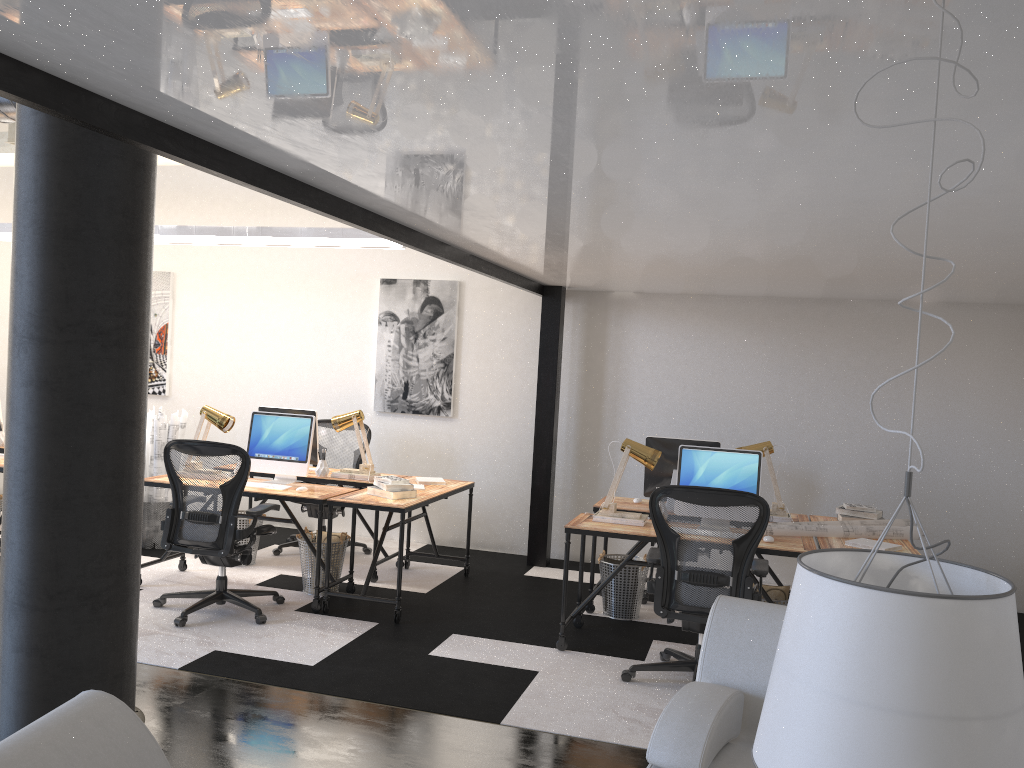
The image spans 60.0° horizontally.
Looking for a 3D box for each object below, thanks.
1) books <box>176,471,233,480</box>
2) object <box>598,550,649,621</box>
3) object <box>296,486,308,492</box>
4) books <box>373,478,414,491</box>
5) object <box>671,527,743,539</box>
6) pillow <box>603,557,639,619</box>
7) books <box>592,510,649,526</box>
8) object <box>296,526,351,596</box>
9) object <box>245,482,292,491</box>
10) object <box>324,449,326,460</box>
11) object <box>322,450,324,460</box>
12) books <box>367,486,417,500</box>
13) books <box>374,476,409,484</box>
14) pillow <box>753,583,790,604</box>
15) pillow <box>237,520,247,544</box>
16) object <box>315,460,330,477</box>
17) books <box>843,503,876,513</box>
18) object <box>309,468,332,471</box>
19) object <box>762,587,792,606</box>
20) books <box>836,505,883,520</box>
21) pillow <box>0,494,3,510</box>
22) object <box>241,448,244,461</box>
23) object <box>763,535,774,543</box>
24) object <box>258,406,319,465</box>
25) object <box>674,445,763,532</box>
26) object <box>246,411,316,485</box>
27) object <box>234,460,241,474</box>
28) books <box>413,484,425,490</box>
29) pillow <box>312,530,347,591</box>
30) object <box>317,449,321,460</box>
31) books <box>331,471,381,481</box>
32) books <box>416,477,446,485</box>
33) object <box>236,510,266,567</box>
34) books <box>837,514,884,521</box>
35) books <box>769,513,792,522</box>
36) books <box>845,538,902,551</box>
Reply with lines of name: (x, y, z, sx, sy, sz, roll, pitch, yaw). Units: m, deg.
books: (-2.150, 0.631, 6.199, 0.308, 0.038, 0.225, 4, 1, 16)
object: (0.742, 1.329, 5.908, 0.358, 0.435, 0.353, 4, 2, 12)
object: (-1.372, 0.688, 5.806, 0.059, 0.029, 0.106, 4, 1, 17)
books: (-0.785, 0.663, 5.858, 0.193, 0.044, 0.257, 3, 1, -27)
object: (1.122, 0.852, 5.053, 0.439, 0.018, 0.118, 4, 1, 16)
pillow: (0.716, 1.343, 5.834, 0.239, 0.407, 0.119, 4, 2, 16)
books: (0.657, 0.808, 5.351, 0.308, 0.038, 0.225, 4, 1, 16)
object: (-1.304, 1.210, 6.079, 0.358, 0.435, 0.353, 4, 2, 12)
object: (-1.686, 0.674, 5.901, 0.439, 0.018, 0.118, 4, 1, 16)
object: (-1.382, 0.582, 6.532, 0.008, 0.207, 0.054, 2, 2, -19)
object: (-1.389, 0.582, 6.522, 0.008, 0.207, 0.054, 3, 2, 3)
books: (-0.793, 0.711, 5.834, 0.271, 0.050, 0.200, 4, 2, 43)
books: (-0.795, 0.632, 5.847, 0.185, 0.030, 0.153, 4, 2, 44)
pillow: (1.529, 1.400, 5.306, 0.239, 0.407, 0.119, 4, 2, 16)
pillow: (-2.092, 1.166, 6.681, 0.239, 0.407, 0.119, 4, 2, 16)
object: (-1.398, 0.623, 6.537, 0.101, 0.127, 0.101, 2, 2, -29)
books: (2.264, 0.806, 5.778, 0.185, 0.030, 0.153, 4, 1, 14)
object: (-1.625, 0.656, 6.894, 0.439, 0.018, 0.118, 4, 1, 16)
object: (1.503, 1.387, 5.231, 0.358, 0.435, 0.353, 4, 2, 12)
books: (2.268, 0.837, 5.793, 0.257, 0.044, 0.193, 4, 2, 33)
pillow: (-4.076, 1.049, 6.888, 0.239, 0.407, 0.119, 4, 2, 16)
object: (-1.911, 0.558, 6.266, 0.008, 0.207, 0.054, 3, 2, 3)
object: (1.435, 0.865, 4.958, 0.059, 0.029, 0.106, 4, 1, 17)
object: (-1.697, 0.423, 6.678, 0.483, 0.485, 0.189, 4, 2, 16)
object: (1.219, 0.619, 5.252, 0.483, 0.485, 0.189, 4, 2, 16)
object: (-1.588, 0.442, 6.099, 0.483, 0.485, 0.189, 4, 2, 16)
object: (-1.907, 0.600, 6.255, 0.101, 0.127, 0.101, 2, 2, -29)
books: (-0.739, 0.721, 6.244, 0.243, 0.019, 0.205, 3, 1, -7)
pillow: (-1.279, 1.223, 6.154, 0.239, 0.407, 0.119, 4, 2, 16)
object: (-1.411, 0.580, 6.532, 0.054, 0.207, 0.008, 3, 2, -1)
books: (-1.159, 0.677, 6.595, 0.308, 0.038, 0.225, 4, 1, 16)
books: (-0.605, 0.718, 6.565, 0.200, 0.024, 0.235, 3, 1, -11)
object: (-2.065, 1.152, 6.756, 0.358, 0.435, 0.353, 4, 2, 12)
books: (2.273, 0.885, 5.769, 0.271, 0.050, 0.200, 4, 1, 13)
books: (1.648, 0.855, 5.748, 0.308, 0.038, 0.225, 4, 1, 16)
books: (2.021, 0.902, 4.962, 0.200, 0.024, 0.235, 2, 2, -41)
